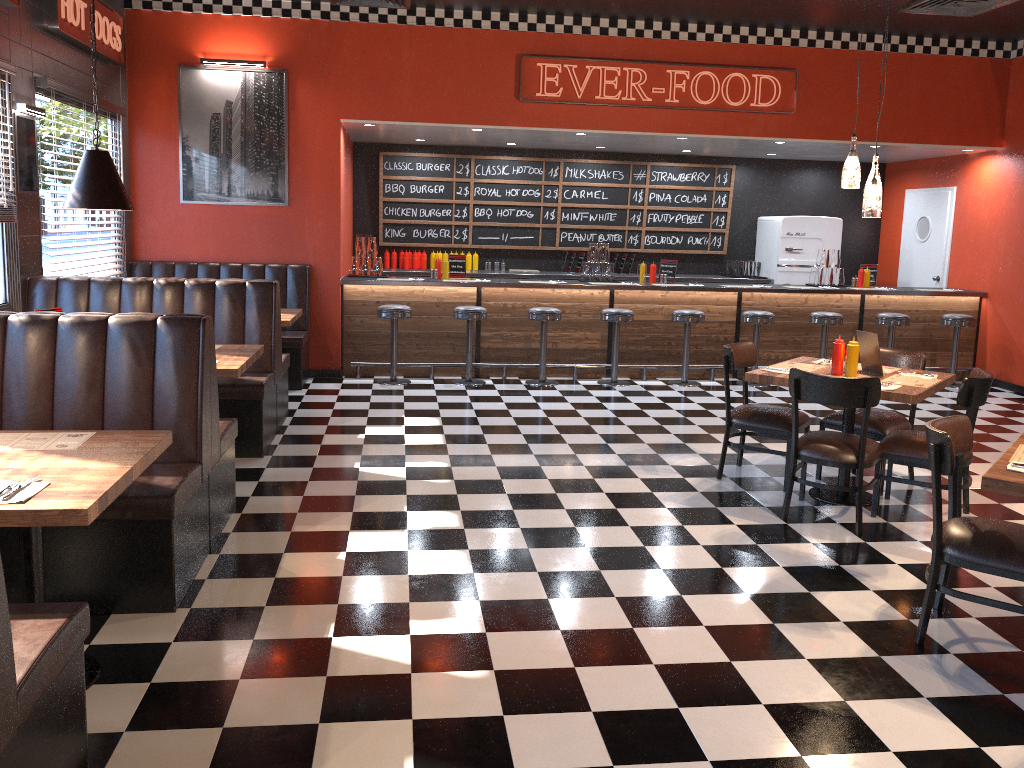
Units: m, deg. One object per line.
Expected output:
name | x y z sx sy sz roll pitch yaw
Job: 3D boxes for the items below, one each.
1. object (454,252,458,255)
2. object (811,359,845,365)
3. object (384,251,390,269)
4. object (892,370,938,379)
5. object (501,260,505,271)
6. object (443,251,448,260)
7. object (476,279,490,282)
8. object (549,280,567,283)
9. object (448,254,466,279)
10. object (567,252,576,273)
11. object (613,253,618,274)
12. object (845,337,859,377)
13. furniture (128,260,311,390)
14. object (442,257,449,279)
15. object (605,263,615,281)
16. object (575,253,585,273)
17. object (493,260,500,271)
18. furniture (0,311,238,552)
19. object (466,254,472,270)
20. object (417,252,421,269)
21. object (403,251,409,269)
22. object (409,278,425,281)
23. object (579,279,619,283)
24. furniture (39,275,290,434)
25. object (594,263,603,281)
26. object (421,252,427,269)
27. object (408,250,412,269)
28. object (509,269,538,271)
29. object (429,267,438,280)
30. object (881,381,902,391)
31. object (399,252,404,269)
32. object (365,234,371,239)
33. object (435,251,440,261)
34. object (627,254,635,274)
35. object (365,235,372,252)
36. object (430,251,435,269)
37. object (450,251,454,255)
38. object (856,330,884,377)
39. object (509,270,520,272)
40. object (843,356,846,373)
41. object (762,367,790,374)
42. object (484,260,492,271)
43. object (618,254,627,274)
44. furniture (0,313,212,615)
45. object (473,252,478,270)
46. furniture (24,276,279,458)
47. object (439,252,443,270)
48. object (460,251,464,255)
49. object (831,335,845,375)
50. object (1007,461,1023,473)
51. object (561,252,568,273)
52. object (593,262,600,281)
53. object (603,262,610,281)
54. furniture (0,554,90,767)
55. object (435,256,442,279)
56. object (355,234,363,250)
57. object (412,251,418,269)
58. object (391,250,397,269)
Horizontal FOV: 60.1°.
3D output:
object | -0.708 -1.561 11.202 0.068 0.236 0.068 -3 9 -31
object | 2.046 -0.145 5.751 0.158 0.019 0.256 10 13 40
object | -1.570 -1.568 11.103 0.068 0.236 0.068 -3 9 -30
object | 2.429 -0.061 5.349 0.255 0.019 0.158 8 12 31
object | -0.114 -1.508 11.293 0.047 0.135 0.094 0 9 -12
object | -0.842 -1.564 11.201 0.068 0.236 0.068 0 8 -9
object | -0.303 -1.089 9.291 0.157 0.019 0.257 1 10 -2
object | 0.488 -1.089 9.416 0.157 0.019 0.257 0 11 -12
object | -0.587 -1.262 9.533 0.188 0.255 0.073 -1 9 -17
object | 0.764 -1.562 11.390 0.073 0.258 0.193 1 9 -5
object | 1.319 -1.560 11.464 0.072 0.255 0.189 1 9 -2
object | 2.003 -0.160 5.215 0.068 0.236 0.068 3 8 7
furniture | -2.830 -0.573 8.455 1.709 1.147 0.710 0 9 -7
object | -0.705 -1.229 9.387 0.068 0.236 0.068 1 8 -6
object | 1.070 -1.219 9.685 0.106 0.207 0.106 8 11 37
object | 0.875 -1.562 11.406 0.072 0.255 0.189 0 9 -12
object | -0.195 -1.515 11.323 0.047 0.135 0.094 8 11 37
furniture | -2.319 0.174 4.446 1.709 1.147 0.710 0 9 -7
object | -0.549 -1.568 11.266 0.068 0.236 0.068 1 8 -6
object | -1.178 -1.577 11.219 0.068 0.236 0.068 1 8 -6
object | -1.327 -1.559 11.097 0.068 0.236 0.068 -3 9 -30
object | -0.989 -1.090 9.188 0.157 0.019 0.257 0 11 -12
object | 0.954 -1.136 9.751 0.437 0.018 0.274 0 10 -7
furniture | -2.618 -0.263 6.793 1.709 1.147 0.710 0 9 -7
object | 0.948 -1.221 9.677 0.106 0.207 0.106 8 11 37
object | -1.109 -1.564 11.159 0.068 0.236 0.068 1 8 -5
object | -1.293 -1.574 11.182 0.068 0.236 0.068 1 8 -5
object | 0.155 -1.453 11.319 0.365 0.001 0.263 1 10 -6
object | -0.821 -1.170 9.334 0.094 0.135 0.047 6 9 27
object | 2.075 0.005 4.935 0.158 0.019 0.256 10 13 38
object | -1.389 -1.575 11.174 0.068 0.236 0.068 1 8 -5
object | -1.777 -1.746 10.965 0.105 0.207 0.106 -2 9 -22
object | -0.938 -1.554 11.130 0.068 0.236 0.068 -3 9 -31
object | 1.541 -1.558 11.493 0.072 0.255 0.189 1 9 -2
object | -1.754 -1.725 10.852 0.105 0.207 0.106 -2 9 -22
object | -0.997 -1.569 11.201 0.068 0.236 0.068 -3 9 -30
object | -0.768 -1.573 11.257 0.068 0.236 0.068 -3 9 -31
object | 2.149 -0.185 5.323 0.072 0.255 0.189 -1 9 -17
object | 0.154 -1.443 11.320 0.365 0.001 0.263 1 10 -5
object | 2.037 -0.128 5.332 0.047 0.135 0.094 -1 9 -17
object | 1.650 -0.081 5.338 0.256 0.019 0.158 11 14 41
object | -0.305 -1.515 11.301 0.094 0.135 0.047 6 9 27
object | 1.431 -1.559 11.478 0.074 0.256 0.190 1 9 -5
furniture | -2.231 0.304 3.753 1.709 1.147 0.710 0 9 -7
object | -0.464 -1.567 11.278 0.068 0.236 0.068 1 8 -5
furniture | -2.530 -0.134 6.099 1.709 1.147 0.710 0 9 -7
object | -0.912 -1.571 11.228 0.068 0.236 0.068 1 8 -5
object | -0.632 -1.567 11.246 0.068 0.236 0.068 0 8 -10
object | 1.948 -0.175 5.289 0.068 0.236 0.068 7 10 35
object | 1.950 0.313 3.226 0.256 0.019 0.158 9 13 36
object | 0.671 -1.564 11.384 0.070 0.256 0.190 2 9 0
object | 0.927 -1.241 9.783 0.106 0.207 0.106 8 11 37
object | 1.045 -1.240 9.799 0.106 0.207 0.106 8 11 37
furniture | -2.020 0.612 2.099 1.709 1.147 0.710 0 9 -7
object | -0.786 -1.242 9.448 0.068 0.236 0.068 1 8 -6
object | -1.864 -1.724 10.832 0.105 0.207 0.106 -2 9 -22
object | -1.217 -1.562 11.128 0.068 0.236 0.068 1 8 -5
object | -1.479 -1.568 11.120 0.068 0.236 0.068 3 8 9
